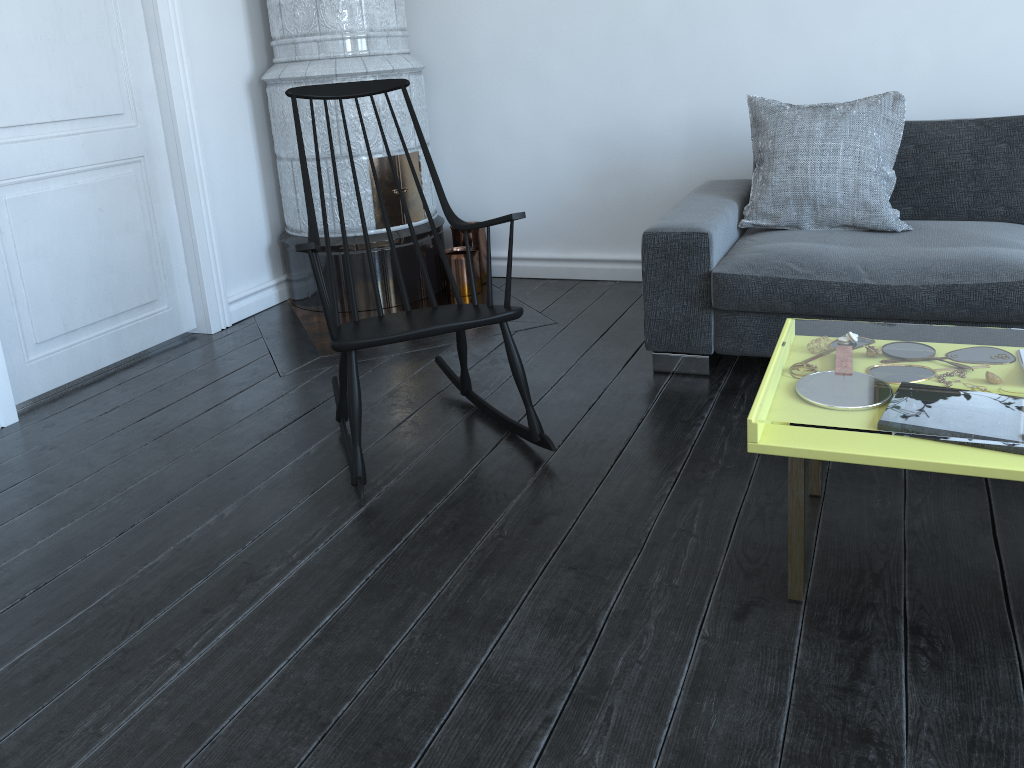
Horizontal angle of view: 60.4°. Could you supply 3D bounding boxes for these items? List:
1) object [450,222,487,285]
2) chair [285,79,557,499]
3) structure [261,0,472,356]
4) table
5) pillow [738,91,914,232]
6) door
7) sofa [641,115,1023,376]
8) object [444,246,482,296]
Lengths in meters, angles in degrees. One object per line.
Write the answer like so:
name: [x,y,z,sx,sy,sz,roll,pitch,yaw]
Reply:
object: [-0.198,-0.625,4.227,0.173,0.273,0.181,3,18,23]
chair: [-0.328,-0.348,2.511,0.616,0.975,0.929,-10,18,-19]
structure: [-0.701,-1.732,3.681,0.783,2.806,1.300,-10,17,-19]
table: [1.186,0.194,1.579,1.404,0.388,0.619,5,21,23]
pillow: [1.777,-0.716,2.793,2.063,0.478,0.492,7,21,28]
door: [-1.592,-1.208,3.040,0.116,2.402,1.203,2,17,23]
sofa: [1.693,-0.461,2.783,2.378,0.702,1.118,5,21,23]
object: [-0.228,-0.519,4.063,0.174,0.193,0.177,0,18,14]
